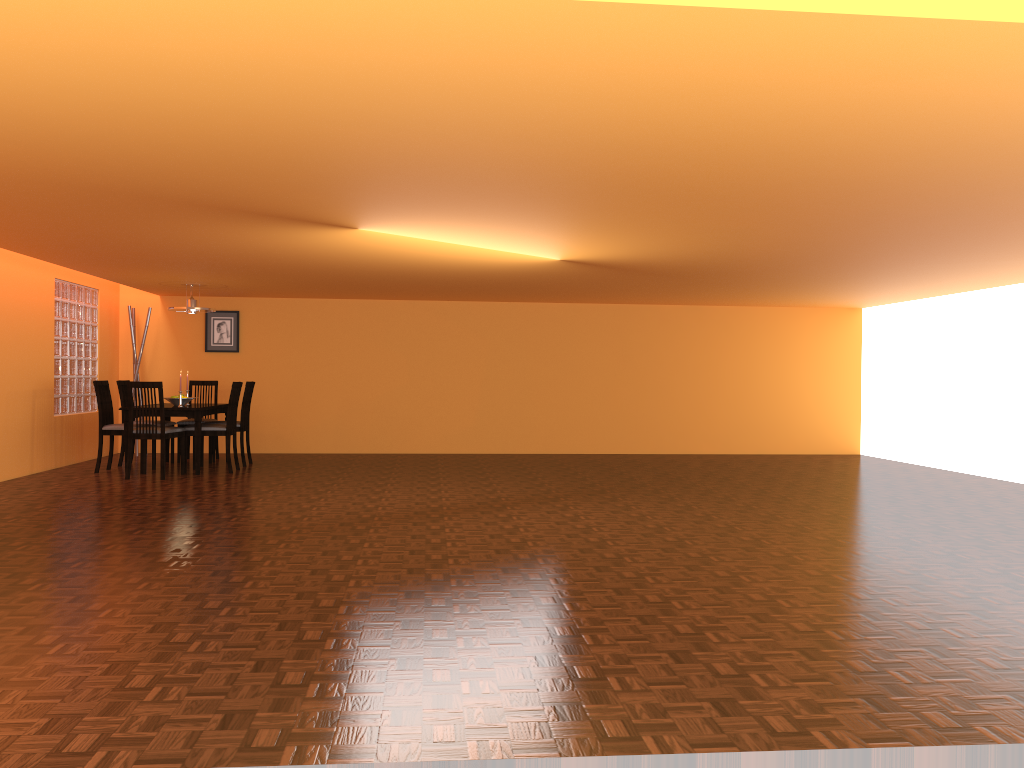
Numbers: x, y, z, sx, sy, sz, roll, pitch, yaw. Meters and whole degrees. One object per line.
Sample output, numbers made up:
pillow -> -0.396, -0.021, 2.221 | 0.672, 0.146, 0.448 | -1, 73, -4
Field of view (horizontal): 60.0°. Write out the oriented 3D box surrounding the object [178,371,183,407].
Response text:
object -> -2.929, 0.037, 7.836 | 0.044, 0.326, 0.044 | 0, 0, -17

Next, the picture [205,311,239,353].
picture -> -3.170, -0.574, 9.702 | 0.361, 0.456, 0.014 | 1, 0, -5

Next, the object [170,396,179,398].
object -> -3.063, 0.146, 8.059 | 0.089, 0.076, 0.087 | 1, 0, 1

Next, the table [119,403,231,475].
table -> -3.030, 0.488, 8.134 | 0.697, 0.584, 1.259 | 1, 0, -5

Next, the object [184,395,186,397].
object -> -2.980, 0.139, 8.114 | 0.055, 0.070, 0.066 | 0, 0, -24

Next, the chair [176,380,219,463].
chair -> -3.117, 0.370, 8.867 | 0.373, 0.809, 0.465 | 1, 0, -10

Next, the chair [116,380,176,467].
chair -> -3.467, 0.370, 8.389 | 0.465, 0.809, 0.373 | 1, 0, -5

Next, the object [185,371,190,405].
object -> -3.063, 0.032, 8.367 | 0.044, 0.326, 0.044 | 0, 0, -17

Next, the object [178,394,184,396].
object -> -3.045, 0.125, 8.161 | 0.069, 0.066, 0.069 | 1, 0, 4

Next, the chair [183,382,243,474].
chair -> -2.651, 0.381, 7.885 | 0.465, 0.809, 0.373 | 1, 0, -5

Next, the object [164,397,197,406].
object -> -3.036, 0.161, 8.089 | 0.337, 0.072, 0.337 | 0, 1, -39

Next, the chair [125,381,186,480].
chair -> -2.989, 0.381, 7.410 | 0.373, 0.809, 0.465 | 1, 0, 0

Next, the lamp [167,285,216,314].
lamp -> -3.047, -0.807, 8.443 | 0.435, 0.274, 0.435 | 1, 0, 17

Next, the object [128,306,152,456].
object -> -3.962, -0.029, 9.381 | 0.308, 1.589, 0.226 | 1, 0, 17

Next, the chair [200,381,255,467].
chair -> -2.705, 0.377, 8.459 | 0.465, 0.809, 0.373 | 1, 0, -5

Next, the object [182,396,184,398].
object -> -2.985, 0.127, 8.007 | 0.046, 0.046, 0.055 | 0, 0, -22

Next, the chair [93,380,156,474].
chair -> -3.414, 0.374, 7.814 | 0.465, 0.809, 0.373 | 1, 0, -5
